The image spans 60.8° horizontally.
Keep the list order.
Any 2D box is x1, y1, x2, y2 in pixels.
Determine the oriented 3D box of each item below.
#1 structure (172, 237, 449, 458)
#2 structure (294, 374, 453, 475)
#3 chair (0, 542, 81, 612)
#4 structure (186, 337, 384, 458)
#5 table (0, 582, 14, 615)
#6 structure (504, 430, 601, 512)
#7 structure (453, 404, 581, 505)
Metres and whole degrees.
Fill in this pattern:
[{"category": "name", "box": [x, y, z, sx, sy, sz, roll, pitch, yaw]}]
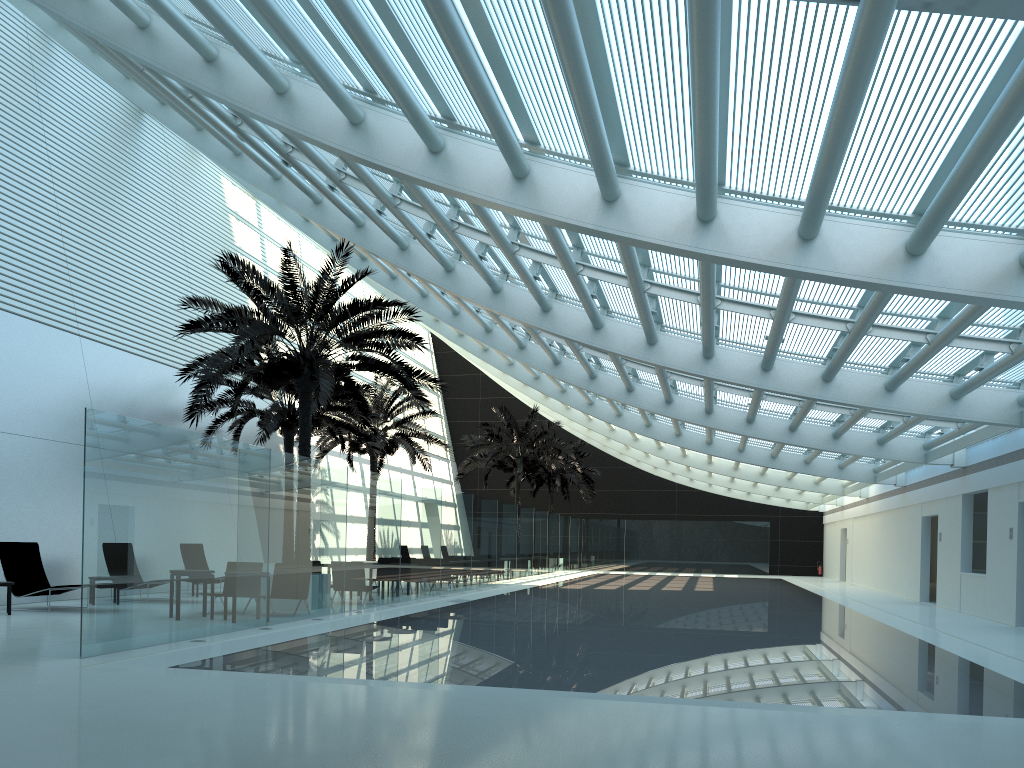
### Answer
[{"category": "structure", "box": [-4.036, 0.769, 16.479, 4.826, 6.934, 4.493, -1, -4, 31]}, {"category": "structure", "box": [-4.688, 3.063, 28.739, 4.671, 6.810, 4.301, 4, -4, -43]}, {"category": "chair", "box": [-7.645, 3.312, 15.000, 2.036, 1.143, 0.934, -1, -4, 13]}, {"category": "structure", "box": [-5.834, 1.981, 22.799, 4.646, 6.751, 4.323, 2, -3, -8]}, {"category": "table", "box": [-8.285, 3.429, 13.944, 0.557, 0.510, 0.558, 5, -7, -34]}, {"category": "structure", "box": [2.106, 5.812, 43.277, 4.462, 6.932, 4.862, 2, -3, -8]}, {"category": "structure", "box": [0.253, 4.307, 35.283, 4.821, 6.935, 4.496, 1, -3, 7]}]
